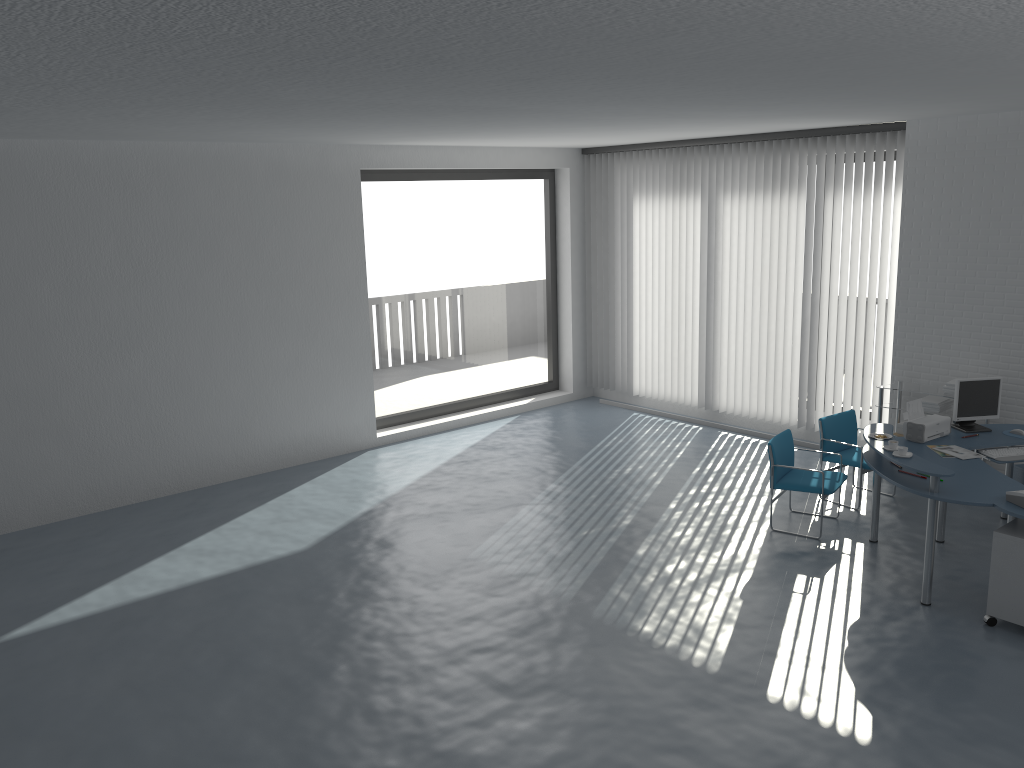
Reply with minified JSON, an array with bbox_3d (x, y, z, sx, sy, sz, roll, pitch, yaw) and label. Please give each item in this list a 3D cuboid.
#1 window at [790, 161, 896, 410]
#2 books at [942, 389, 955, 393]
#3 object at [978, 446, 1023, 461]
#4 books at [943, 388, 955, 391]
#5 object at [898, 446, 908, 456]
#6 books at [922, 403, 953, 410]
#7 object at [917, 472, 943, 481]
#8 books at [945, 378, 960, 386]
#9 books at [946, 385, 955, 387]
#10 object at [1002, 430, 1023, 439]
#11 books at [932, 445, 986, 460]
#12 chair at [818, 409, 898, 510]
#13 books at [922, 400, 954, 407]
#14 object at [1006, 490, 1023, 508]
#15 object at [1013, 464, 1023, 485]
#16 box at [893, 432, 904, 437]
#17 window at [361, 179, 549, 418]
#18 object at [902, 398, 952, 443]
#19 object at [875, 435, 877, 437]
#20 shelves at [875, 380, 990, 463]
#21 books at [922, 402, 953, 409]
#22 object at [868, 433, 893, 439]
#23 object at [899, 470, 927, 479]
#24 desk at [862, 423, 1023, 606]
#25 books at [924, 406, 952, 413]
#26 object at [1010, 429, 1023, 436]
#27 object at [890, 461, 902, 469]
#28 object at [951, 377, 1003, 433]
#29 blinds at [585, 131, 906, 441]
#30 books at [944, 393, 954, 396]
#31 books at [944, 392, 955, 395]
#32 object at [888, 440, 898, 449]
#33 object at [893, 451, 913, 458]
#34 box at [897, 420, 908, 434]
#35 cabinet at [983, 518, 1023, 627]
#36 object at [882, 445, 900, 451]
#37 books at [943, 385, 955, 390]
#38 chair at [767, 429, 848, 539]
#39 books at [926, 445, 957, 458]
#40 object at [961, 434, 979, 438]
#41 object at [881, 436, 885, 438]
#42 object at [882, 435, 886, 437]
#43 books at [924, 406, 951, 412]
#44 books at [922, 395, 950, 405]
[{"bbox_3d":[2.929,-1.133,9.923,0.008,2.562,3.635,-12,15,-39],"label":"window"},{"bbox_3d":[3.898,0.047,7.703,0.270,0.015,0.190,-11,15,-38],"label":"books"},{"bbox_3d":[3.676,0.500,6.469,0.478,0.028,0.276,-4,12,-9],"label":"object"},{"bbox_3d":[3.903,0.032,7.703,0.270,0.015,0.190,-12,15,-39],"label":"books"},{"bbox_3d":[2.567,0.440,5.814,0.078,0.049,0.062,-6,13,-19],"label":"object"},{"bbox_3d":[3.779,0.188,7.909,0.270,0.015,0.190,-12,15,-39],"label":"books"},{"bbox_3d":[2.740,0.606,5.812,0.011,0.010,0.200,-7,13,-22],"label":"object"},{"bbox_3d":[3.904,-0.011,7.686,0.190,0.015,0.270,10,17,44],"label":"books"},{"bbox_3d":[3.918,0.004,7.687,0.270,0.015,0.190,-12,15,-39],"label":"books"},{"bbox_3d":[3.869,0.374,6.712,0.213,0.026,0.285,-8,13,-26],"label":"object"},{"bbox_3d":[3.180,0.487,6.314,0.200,0.010,0.300,-5,12,-15],"label":"books"},{"bbox_3d":[2.968,0.639,7.612,0.542,0.707,0.543,-10,15,-35],"label":"chair"},{"bbox_3d":[3.778,0.158,7.905,0.270,0.015,0.190,-11,15,-38],"label":"books"},{"bbox_3d":[3.196,0.577,5.231,0.405,0.280,0.399,-4,12,-10],"label":"object"},{"bbox_3d":[4.141,0.894,6.923,0.199,0.422,0.471,-3,12,-5],"label":"object"},{"bbox_3d":[3.636,0.507,8.103,0.207,0.133,0.347,10,17,44],"label":"box"},{"bbox_3d":[-0.600,-1.079,10.604,2.824,2.691,0.008,-12,15,-39],"label":"window"},{"bbox_3d":[3.130,0.270,6.707,0.392,0.273,0.197,-10,15,-34],"label":"object"},{"bbox_3d":[2.578,0.368,6.274,0.025,0.005,0.027,-2,12,-3],"label":"object"},{"bbox_3d":[3.769,0.467,7.968,0.441,0.848,0.896,-11,15,-38],"label":"shelves"},{"bbox_3d":[3.774,0.174,7.903,0.270,0.015,0.190,-12,16,-40],"label":"books"},{"bbox_3d":[2.598,0.370,6.256,0.162,0.011,0.162,-1,12,2],"label":"object"},{"bbox_3d":[2.649,0.598,5.864,0.011,0.010,0.200,-9,14,-30],"label":"object"},{"bbox_3d":[3.195,0.824,6.235,1.402,0.900,2.282,4,13,24],"label":"desk"},{"bbox_3d":[3.772,0.217,7.919,0.270,0.015,0.190,-12,16,-40],"label":"books"},{"bbox_3d":[3.846,0.362,6.734,0.054,0.035,0.115,-9,14,-29],"label":"object"},{"bbox_3d":[2.632,0.550,6.083,0.013,0.013,0.178,-2,12,-2],"label":"object"},{"bbox_3d":[3.569,0.149,6.873,0.365,0.417,0.212,-3,12,-7],"label":"object"},{"bbox_3d":[2.305,-1.141,9.897,0.158,2.955,4.001,-12,15,-39],"label":"blinds"},{"bbox_3d":[3.907,0.077,7.705,0.270,0.015,0.190,-12,15,-39],"label":"books"},{"bbox_3d":[3.906,0.063,7.702,0.270,0.015,0.190,-13,16,-42],"label":"books"},{"bbox_3d":[2.566,0.409,5.963,0.062,0.049,0.078,8,15,39],"label":"object"},{"bbox_3d":[2.561,0.465,5.816,0.119,0.016,0.119,5,14,28],"label":"object"},{"bbox_3d":[3.633,0.398,8.080,0.234,0.090,0.139,-10,15,-35],"label":"box"},{"bbox_3d":[3.187,1.159,5.367,0.559,0.605,0.383,-11,15,-37],"label":"cabinet"},{"bbox_3d":[2.561,0.434,5.963,0.119,0.016,0.119,-2,12,-2],"label":"object"},{"bbox_3d":[3.897,0.019,7.694,0.270,0.015,0.190,-11,15,-37],"label":"books"},{"bbox_3d":[2.330,0.779,7.037,0.543,0.707,0.542,6,14,34],"label":"chair"},{"bbox_3d":[3.131,0.482,6.355,0.200,0.005,0.300,-1,12,4],"label":"books"},{"bbox_3d":[3.461,0.394,6.701,0.178,0.013,0.013,-7,13,-22],"label":"object"},{"bbox_3d":[2.605,0.371,6.233,0.025,0.005,0.027,9,16,40],"label":"object"},{"bbox_3d":[2.625,0.366,6.257,0.027,0.005,0.025,-1,12,6],"label":"object"},{"bbox_3d":[3.771,0.202,7.916,0.270,0.015,0.190,-13,16,-43],"label":"books"},{"bbox_3d":[3.756,0.143,7.905,0.270,0.015,0.190,-13,16,-42],"label":"books"}]
